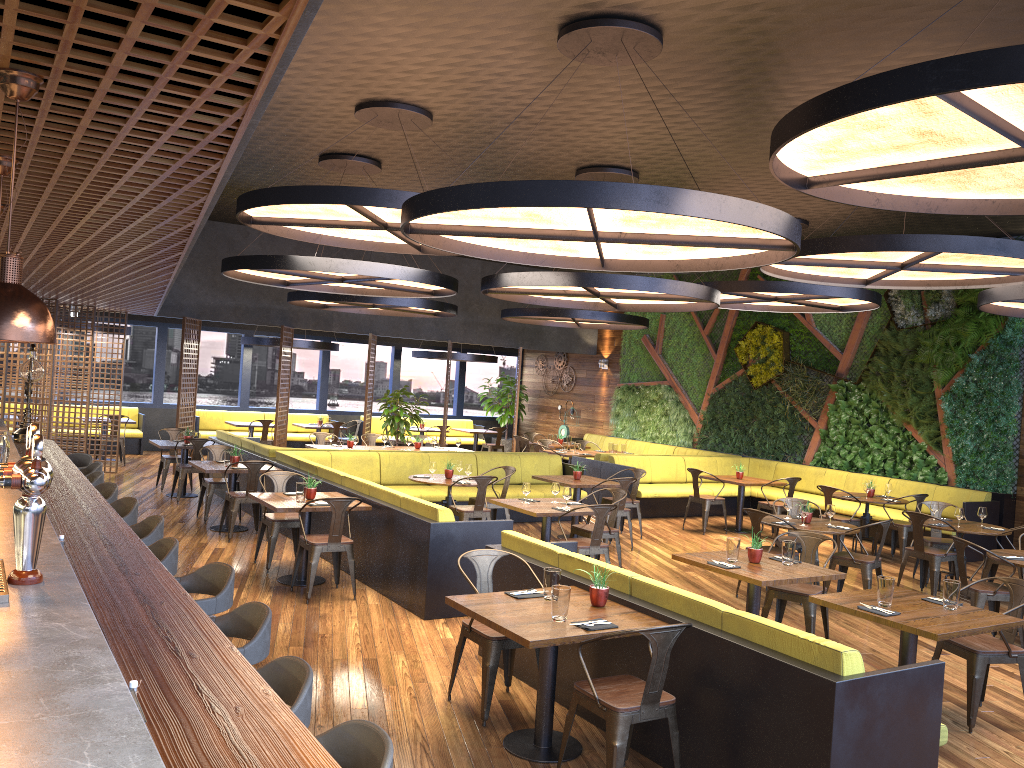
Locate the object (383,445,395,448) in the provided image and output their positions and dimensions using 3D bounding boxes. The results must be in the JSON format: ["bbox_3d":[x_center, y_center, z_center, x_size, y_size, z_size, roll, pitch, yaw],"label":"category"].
[{"bbox_3d":[-2.026,1.029,14.584,0.157,0.019,0.255,4,0,-31],"label":"object"}]

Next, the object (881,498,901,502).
[{"bbox_3d":[4.928,1.515,11.582,0.157,0.019,0.255,4,0,-32],"label":"object"}]

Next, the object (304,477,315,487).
[{"bbox_3d":[-1.946,0.988,8.482,0.102,0.178,0.102,4,0,44],"label":"object"}]

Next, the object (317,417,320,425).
[{"bbox_3d":[-4.078,0.781,18.790,0.102,0.178,0.102,4,0,44],"label":"object"}]

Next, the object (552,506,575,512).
[{"bbox_3d":[0.494,1.234,8.770,0.157,0.019,0.255,4,0,-31],"label":"object"}]

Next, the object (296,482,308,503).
[{"bbox_3d":[-1.925,0.992,8.095,0.102,0.178,0.102,4,0,4],"label":"object"}]

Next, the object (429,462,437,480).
[{"bbox_3d":[-0.946,1.032,10.561,0.097,0.206,0.097,4,0,10],"label":"object"}]

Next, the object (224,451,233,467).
[{"bbox_3d":[-3.328,0.883,10.405,0.102,0.178,0.102,4,0,44],"label":"object"}]

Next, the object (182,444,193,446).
[{"bbox_3d":[-4.602,0.864,12.633,0.255,0.019,0.157,4,0,-32],"label":"object"}]

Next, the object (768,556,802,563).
[{"bbox_3d":[2.117,1.352,6.816,0.157,0.019,0.255,4,0,-32],"label":"object"}]

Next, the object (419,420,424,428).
[{"bbox_3d":[-2.056,0.910,20.038,0.102,0.178,0.102,4,0,44],"label":"object"}]

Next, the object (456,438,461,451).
[{"bbox_3d":[-0.892,1.010,14.749,0.097,0.206,0.097,4,0,14],"label":"object"}]

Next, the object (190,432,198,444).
[{"bbox_3d":[-4.601,0.783,12.816,0.102,0.178,0.102,4,0,-26],"label":"object"}]

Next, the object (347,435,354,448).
[{"bbox_3d":[-2.550,0.867,13.976,0.238,0.271,0.260,4,0,-10],"label":"object"}]

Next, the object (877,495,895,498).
[{"bbox_3d":[5.038,1.520,12.002,0.255,0.019,0.157,4,0,-30],"label":"object"}]

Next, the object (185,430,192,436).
[{"bbox_3d":[-4.777,0.769,13.084,0.102,0.178,0.102,4,0,-16],"label":"object"}]

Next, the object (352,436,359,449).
[{"bbox_3d":[-2.436,0.912,13.795,0.097,0.206,0.097,4,0,14],"label":"object"}]

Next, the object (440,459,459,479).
[{"bbox_3d":[-0.764,1.008,10.731,0.238,0.271,0.260,4,0,-10],"label":"object"}]

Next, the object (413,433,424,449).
[{"bbox_3d":[-1.553,0.931,14.592,0.238,0.271,0.260,4,0,-10],"label":"object"}]

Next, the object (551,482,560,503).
[{"bbox_3d":[0.453,1.134,9.262,0.097,0.206,0.097,4,0,-31],"label":"object"}]

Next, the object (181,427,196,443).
[{"bbox_3d":[-4.709,0.728,12.920,0.260,0.271,0.238,4,0,-30],"label":"object"}]

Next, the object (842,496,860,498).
[{"bbox_3d":[4.490,1.485,11.697,0.255,0.019,0.157,4,0,-33],"label":"object"}]

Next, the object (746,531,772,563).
[{"bbox_3d":[1.824,1.207,6.663,0.238,0.271,0.260,4,0,7],"label":"object"}]

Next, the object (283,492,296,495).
[{"bbox_3d":[-2.078,1.059,8.590,0.255,0.019,0.157,4,0,-32],"label":"object"}]

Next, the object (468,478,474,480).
[{"bbox_3d":[-0.490,1.155,10.867,0.255,0.019,0.157,4,0,-29],"label":"object"}]

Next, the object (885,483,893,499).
[{"bbox_3d":[4.986,1.424,11.748,0.097,0.206,0.097,4,0,22],"label":"object"}]

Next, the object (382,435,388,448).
[{"bbox_3d":[-2.072,0.932,14.418,0.097,0.206,0.097,4,0,14],"label":"object"}]

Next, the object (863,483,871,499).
[{"bbox_3d":[4.664,1.403,11.649,0.097,0.206,0.097,4,0,-42],"label":"object"}]

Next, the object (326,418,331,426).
[{"bbox_3d":[-3.855,0.797,18.635,0.102,0.178,0.102,4,0,44],"label":"object"}]

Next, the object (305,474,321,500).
[{"bbox_3d":[-1.892,0.946,8.317,0.238,0.271,0.260,4,0,-10],"label":"object"}]

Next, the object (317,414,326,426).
[{"bbox_3d":[-4.015,0.740,18.625,0.238,0.271,0.260,4,0,-10],"label":"object"}]

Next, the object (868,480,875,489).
[{"bbox_3d":[4.880,1.415,12.058,0.097,0.206,0.097,4,0,-12],"label":"object"}]

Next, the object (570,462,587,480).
[{"bbox_3d":[0.869,1.112,11.575,0.260,0.271,0.238,4,0,4],"label":"object"}]

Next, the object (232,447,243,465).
[{"bbox_3d":[-3.308,0.837,10.641,0.260,0.271,0.238,4,0,-30],"label":"object"}]

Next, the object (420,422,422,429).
[{"bbox_3d":[-2.011,0.868,19.858,0.238,0.271,0.260,4,0,-10],"label":"object"}]

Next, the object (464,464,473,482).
[{"bbox_3d":[-0.520,1.061,10.563,0.097,0.206,0.097,4,0,-7],"label":"object"}]

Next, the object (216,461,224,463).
[{"bbox_3d":[-3.491,0.949,10.888,0.255,0.019,0.157,4,0,-32],"label":"object"}]

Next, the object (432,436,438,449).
[{"bbox_3d":[-1.301,0.981,14.895,0.097,0.206,0.097,4,0,14],"label":"object"}]

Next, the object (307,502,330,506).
[{"bbox_3d":[-1.771,1.083,8.030,0.255,0.019,0.157,4,0,-32],"label":"object"}]

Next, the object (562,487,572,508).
[{"bbox_3d":[0.554,1.143,8.935,0.097,0.206,0.097,4,0,-40],"label":"object"}]

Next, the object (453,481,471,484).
[{"bbox_3d":[-0.597,1.150,10.405,0.157,0.019,0.255,4,0,-25],"label":"object"}]

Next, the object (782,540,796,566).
[{"bbox_3d":[2.072,1.270,6.649,0.102,0.178,0.102,4,0,-26],"label":"object"}]

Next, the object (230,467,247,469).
[{"bbox_3d":[-3.185,0.973,10.328,0.255,0.019,0.157,4,0,-32],"label":"object"}]

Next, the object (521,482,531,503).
[{"bbox_3d":[0.145,1.114,9.081,0.097,0.206,0.097,4,0,-40],"label":"object"}]

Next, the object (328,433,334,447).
[{"bbox_3d":[-2.844,0.883,13.941,0.097,0.206,0.097,4,0,14],"label":"object"}]

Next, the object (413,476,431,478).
[{"bbox_3d":[-1.065,1.117,10.695,0.255,0.019,0.157,4,0,1],"label":"object"}]

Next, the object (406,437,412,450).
[{"bbox_3d":[-1.664,0.961,14.272,0.097,0.206,0.097,4,0,14],"label":"object"}]

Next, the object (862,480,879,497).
[{"bbox_3d":[4.789,1.375,11.865,0.260,0.271,0.238,4,0,7],"label":"object"}]

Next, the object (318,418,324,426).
[{"bbox_3d":[-3.977,0.790,18.445,0.102,0.178,0.102,4,0,44],"label":"object"}]

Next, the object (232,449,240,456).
[{"bbox_3d":[-3.359,0.879,10.780,0.102,0.178,0.102,4,0,44],"label":"object"}]

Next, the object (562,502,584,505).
[{"bbox_3d":[0.612,1.239,9.210,0.255,0.019,0.157,4,0,-31],"label":"object"}]

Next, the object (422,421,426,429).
[{"bbox_3d":[-1.955,0.919,19.694,0.102,0.178,0.102,4,0,44],"label":"object"}]

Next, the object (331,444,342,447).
[{"bbox_3d":[-2.797,0.980,14.107,0.157,0.019,0.255,4,0,-31],"label":"object"}]

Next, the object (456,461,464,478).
[{"bbox_3d":[-0.647,1.050,10.926,0.097,0.206,0.097,4,0,7],"label":"object"}]

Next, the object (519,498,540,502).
[{"bbox_3d":[0.192,1.211,9.247,0.157,0.019,0.255,4,0,-31],"label":"object"}]
